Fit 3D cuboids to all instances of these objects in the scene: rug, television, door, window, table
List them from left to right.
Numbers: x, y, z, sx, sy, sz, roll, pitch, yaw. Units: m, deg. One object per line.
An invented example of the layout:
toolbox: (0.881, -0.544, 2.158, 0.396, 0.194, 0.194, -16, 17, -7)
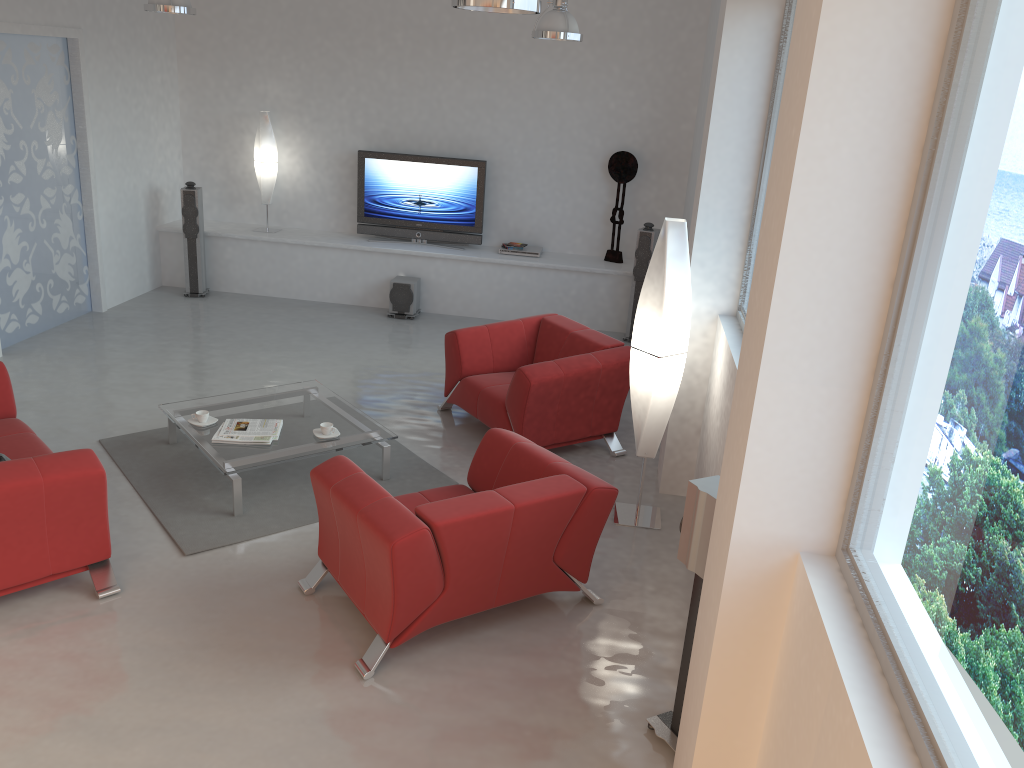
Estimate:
door: (-4.074, -1.670, 7.471, 0.240, 2.550, 1.600, 6, 20, 6)
rug: (-1.521, 0.499, 5.687, 1.700, 0.025, 1.700, -11, 24, -36)
table: (-1.501, 0.361, 5.646, 1.097, 0.286, 1.162, -11, 24, -36)
television: (-0.968, -1.945, 9.379, 1.356, 0.919, 0.343, 6, 20, 6)
window: (1.268, -0.854, 3.791, 0.100, 1.800, 2.400, 6, 20, 6)
window: (0.894, 0.050, 1.167, 0.100, 1.800, 2.400, 6, 20, 6)

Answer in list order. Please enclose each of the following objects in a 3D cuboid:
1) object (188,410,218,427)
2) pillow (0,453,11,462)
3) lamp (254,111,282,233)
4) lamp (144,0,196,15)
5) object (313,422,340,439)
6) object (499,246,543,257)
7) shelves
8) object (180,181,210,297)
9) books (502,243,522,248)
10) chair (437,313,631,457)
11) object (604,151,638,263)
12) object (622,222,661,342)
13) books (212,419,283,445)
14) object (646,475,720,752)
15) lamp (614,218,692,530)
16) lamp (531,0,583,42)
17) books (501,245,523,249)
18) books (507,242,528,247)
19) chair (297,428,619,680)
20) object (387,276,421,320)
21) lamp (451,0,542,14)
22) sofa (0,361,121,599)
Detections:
object: (-1.904, 0.208, 5.463, 0.153, 0.069, 0.153, 16, 23, 31)
pillow: (-2.470, 0.424, 4.083, 0.402, 0.343, 0.288, 4, 19, -1)
lamp: (-2.611, -2.250, 9.420, 0.263, 1.239, 0.263, 4, 19, -2)
lamp: (-2.614, -3.246, 6.727, 0.379, 0.800, 0.379, 5, 20, 3)
object: (-1.133, 0.280, 5.417, 0.153, 0.069, 0.153, -6, 22, -26)
object: (0.098, -1.420, 9.407, 0.430, 0.045, 0.352, 6, 20, 6)
shelves: (-1.011, -1.452, 9.431, 5.500, 0.050, 0.650, 6, 20, 6)
object: (-3.306, -1.508, 9.217, 0.255, 1.184, 0.273, 1, 20, -8)
books: (0.004, -1.465, 9.380, 0.190, 0.015, 0.135, 0, 20, -13)
chair: (0.162, -0.006, 6.363, 0.951, 0.738, 1.288, -8, 23, -32)
object: (1.104, -1.818, 9.129, 0.331, 1.130, 0.108, 16, 22, 29)
object: (1.289, -1.001, 8.733, 0.255, 1.184, 0.273, 12, 21, 20)
books: (-1.584, 0.282, 5.370, 0.367, 0.035, 0.345, 3, 20, -4)
object: (0.711, 0.899, 3.366, 0.214, 1.112, 0.229, -6, 22, -27)
lamp: (0.815, -0.042, 5.038, 0.313, 1.779, 0.313, 4, 19, -2)
lamp: (0.361, -2.920, 6.416, 0.379, 0.800, 0.379, -14, 26, -41)
books: (0.003, -1.450, 9.382, 0.190, 0.015, 0.135, -6, 22, -27)
books: (0.055, -1.472, 9.365, 0.190, 0.015, 0.135, 10, 20, 15)
chair: (-0.262, 0.710, 4.259, 1.288, 0.738, 0.951, -8, 23, -32)
object: (-1.108, -0.892, 9.146, 0.336, 0.374, 0.337, 6, 20, 6)
lamp: (-0.039, -1.952, 3.605, 0.379, 0.800, 0.379, 17, 23, 33)
sofa: (-2.802, 0.449, 4.474, 0.951, 0.738, 1.929, -14, 26, -41)
